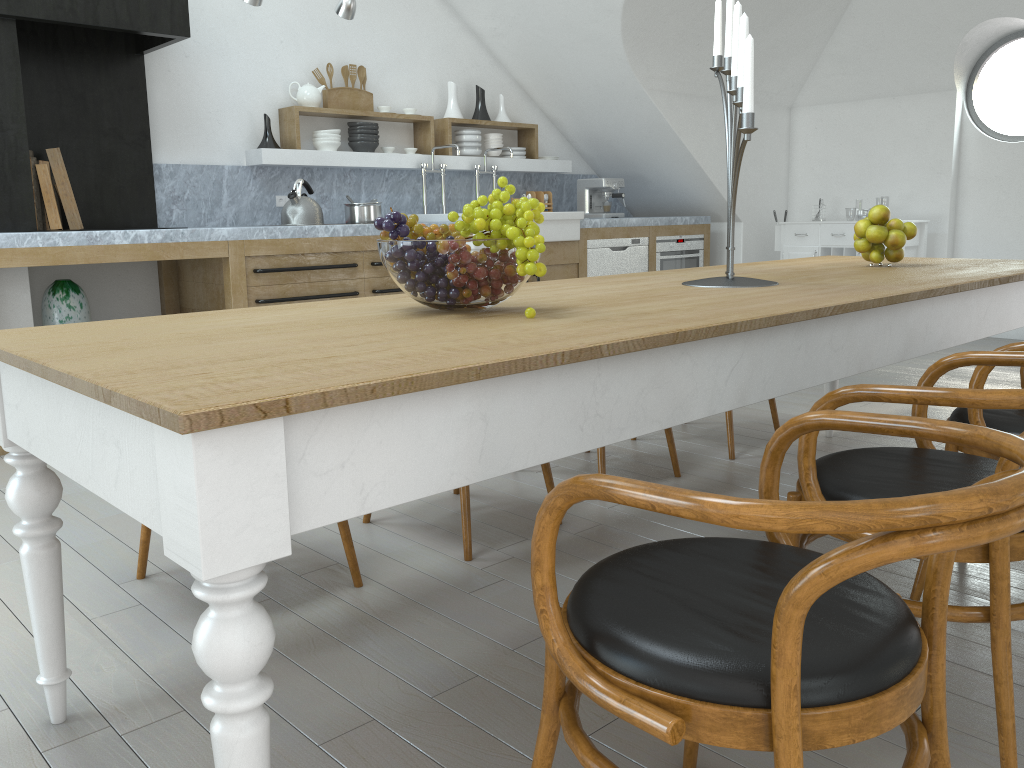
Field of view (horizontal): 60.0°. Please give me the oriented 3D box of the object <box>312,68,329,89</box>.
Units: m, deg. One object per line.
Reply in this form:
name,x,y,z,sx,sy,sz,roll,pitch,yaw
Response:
object,-1.202,-1.918,5.754,0.199,0.258,0.016,-7,11,-32

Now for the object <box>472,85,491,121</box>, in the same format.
object,-0.233,-2.090,6.605,0.156,0.267,0.156,-9,12,-38

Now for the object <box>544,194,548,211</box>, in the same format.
object,0.271,-1.420,7.071,0.040,0.191,0.042,0,9,7

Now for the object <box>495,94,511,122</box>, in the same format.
object,-0.075,-2.098,6.766,0.156,0.217,0.156,4,11,28

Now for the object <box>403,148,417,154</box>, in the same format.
object,-0.713,-1.630,6.227,0.099,0.048,0.099,9,15,44

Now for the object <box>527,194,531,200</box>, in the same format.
object,0.134,-1.387,6.915,0.040,0.191,0.042,-2,9,-6

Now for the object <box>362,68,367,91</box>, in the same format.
object,-0.991,-1.975,5.949,0.058,0.292,0.030,-10,12,-42

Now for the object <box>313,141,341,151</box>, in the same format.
object,-1.200,-1.536,5.749,0.181,0.063,0.182,-5,11,-20

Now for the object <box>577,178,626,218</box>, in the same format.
object,0.770,-1.494,7.146,0.325,0.319,0.387,-10,14,-42

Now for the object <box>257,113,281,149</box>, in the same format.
object,-1.509,-1.559,5.481,0.156,0.217,0.156,4,11,28

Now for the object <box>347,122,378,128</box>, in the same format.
object,-0.996,-1.708,5.925,0.206,0.079,0.206,-10,14,-39

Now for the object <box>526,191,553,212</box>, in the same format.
object,0.219,-1.427,7.075,0.201,0.222,0.104,-10,13,-42

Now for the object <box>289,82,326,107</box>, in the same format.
object,-1.303,-1.838,5.648,0.174,0.168,0.168,5,12,30

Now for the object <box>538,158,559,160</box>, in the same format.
object,0.273,-1.798,7.119,0.213,0.025,0.214,6,13,34

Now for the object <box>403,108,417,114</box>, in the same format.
object,-0.713,-1.895,6.189,0.099,0.048,0.099,9,15,44

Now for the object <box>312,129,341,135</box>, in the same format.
object,-1.199,-1.610,5.740,0.181,0.076,0.182,-2,11,-5

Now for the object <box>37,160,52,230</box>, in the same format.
object,-2.376,-0.949,4.518,0.072,0.365,0.131,-5,10,-24

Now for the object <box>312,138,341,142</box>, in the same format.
object,-1.201,-1.558,5.745,0.181,0.065,0.182,-2,11,-5

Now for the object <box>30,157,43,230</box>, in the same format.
object,-2.400,-0.946,4.435,0.068,0.365,0.131,-6,11,-28

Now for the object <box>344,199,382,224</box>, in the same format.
object,-0.868,-1.055,5.455,0.232,0.169,0.396,4,12,27

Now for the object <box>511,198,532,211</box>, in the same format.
object,0.064,-1.369,6.922,0.173,0.170,0.100,-10,13,-40

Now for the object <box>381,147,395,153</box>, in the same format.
object,-0.854,-1.603,6.098,0.099,0.048,0.099,9,15,44

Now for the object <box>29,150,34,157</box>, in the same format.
object,-2.496,-0.970,4.574,0.089,0.456,0.111,-9,13,-42

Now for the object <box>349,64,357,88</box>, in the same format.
object,-1.051,-1.959,5.866,0.057,0.298,0.019,-10,12,-42

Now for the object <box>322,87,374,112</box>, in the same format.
object,-1.082,-1.878,5.863,0.354,0.157,0.084,-11,14,-42

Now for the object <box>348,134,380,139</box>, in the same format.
object,-0.988,-1.633,5.928,0.205,0.086,0.206,-1,11,0

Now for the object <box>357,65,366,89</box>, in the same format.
object,-1.007,-1.968,5.911,0.068,0.296,0.039,-10,12,-42

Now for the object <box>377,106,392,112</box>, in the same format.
object,-0.870,-1.864,6.045,0.099,0.048,0.099,9,15,44

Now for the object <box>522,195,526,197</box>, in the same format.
object,0.101,-1.394,6.951,0.040,0.191,0.042,-2,9,-5

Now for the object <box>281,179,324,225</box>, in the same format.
object,-1.216,-1.051,5.119,0.246,0.266,0.247,-7,12,-32

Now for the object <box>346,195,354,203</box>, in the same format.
object,-0.949,-1.074,5.422,0.236,0.166,0.051,8,13,42

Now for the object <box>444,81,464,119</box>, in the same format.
object,-0.428,-2.053,6.431,0.156,0.267,0.156,6,12,35

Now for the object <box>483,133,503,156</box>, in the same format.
object,-0.140,-1.800,6.680,0.158,0.159,0.155,-4,10,-14

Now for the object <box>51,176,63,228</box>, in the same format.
object,-2.430,-0.936,4.645,0.110,0.294,0.105,3,10,22

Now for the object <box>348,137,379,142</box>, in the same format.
object,-0.994,-1.606,5.934,0.205,0.086,0.206,-2,11,-5

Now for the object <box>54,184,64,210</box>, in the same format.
object,-2.357,-0.936,4.688,0.114,0.250,0.057,-9,12,-39

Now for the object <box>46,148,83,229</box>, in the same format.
object,-2.321,-1.009,4.603,0.148,0.425,0.079,-2,9,-8

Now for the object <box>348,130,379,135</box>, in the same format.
object,-0.992,-1.655,5.928,0.206,0.072,0.206,6,13,34

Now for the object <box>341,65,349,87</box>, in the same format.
object,-1.090,-1.957,5.858,0.040,0.298,0.061,8,13,44

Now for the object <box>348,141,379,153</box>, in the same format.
object,-0.993,-1.580,5.939,0.206,0.072,0.206,6,13,34

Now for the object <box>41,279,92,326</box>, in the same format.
object,-2.309,-0.293,4.606,0.231,0.496,0.232,-1,9,-1

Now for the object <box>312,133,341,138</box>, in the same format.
object,-1.199,-1.581,5.744,0.181,0.069,0.182,-6,12,-25

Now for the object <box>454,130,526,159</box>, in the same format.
object,-0.157,-1.801,6.698,0.658,0.195,0.198,-11,14,-42

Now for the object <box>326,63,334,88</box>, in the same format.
object,-1.177,-1.941,5.778,0.055,0.298,0.028,-10,12,-42

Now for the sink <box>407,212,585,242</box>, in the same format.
sink,-0.101,-1.083,6.141,1.023,0.201,0.729,-11,14,-42

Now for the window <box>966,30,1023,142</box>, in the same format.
window,3.791,-2.198,6.553,0.060,0.895,0.902,-9,13,-42

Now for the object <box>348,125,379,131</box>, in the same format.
object,-0.993,-1.681,5.929,0.205,0.083,0.206,-4,11,-15

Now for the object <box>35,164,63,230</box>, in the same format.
object,-2.307,-0.927,4.421,0.148,0.334,0.081,6,12,37
